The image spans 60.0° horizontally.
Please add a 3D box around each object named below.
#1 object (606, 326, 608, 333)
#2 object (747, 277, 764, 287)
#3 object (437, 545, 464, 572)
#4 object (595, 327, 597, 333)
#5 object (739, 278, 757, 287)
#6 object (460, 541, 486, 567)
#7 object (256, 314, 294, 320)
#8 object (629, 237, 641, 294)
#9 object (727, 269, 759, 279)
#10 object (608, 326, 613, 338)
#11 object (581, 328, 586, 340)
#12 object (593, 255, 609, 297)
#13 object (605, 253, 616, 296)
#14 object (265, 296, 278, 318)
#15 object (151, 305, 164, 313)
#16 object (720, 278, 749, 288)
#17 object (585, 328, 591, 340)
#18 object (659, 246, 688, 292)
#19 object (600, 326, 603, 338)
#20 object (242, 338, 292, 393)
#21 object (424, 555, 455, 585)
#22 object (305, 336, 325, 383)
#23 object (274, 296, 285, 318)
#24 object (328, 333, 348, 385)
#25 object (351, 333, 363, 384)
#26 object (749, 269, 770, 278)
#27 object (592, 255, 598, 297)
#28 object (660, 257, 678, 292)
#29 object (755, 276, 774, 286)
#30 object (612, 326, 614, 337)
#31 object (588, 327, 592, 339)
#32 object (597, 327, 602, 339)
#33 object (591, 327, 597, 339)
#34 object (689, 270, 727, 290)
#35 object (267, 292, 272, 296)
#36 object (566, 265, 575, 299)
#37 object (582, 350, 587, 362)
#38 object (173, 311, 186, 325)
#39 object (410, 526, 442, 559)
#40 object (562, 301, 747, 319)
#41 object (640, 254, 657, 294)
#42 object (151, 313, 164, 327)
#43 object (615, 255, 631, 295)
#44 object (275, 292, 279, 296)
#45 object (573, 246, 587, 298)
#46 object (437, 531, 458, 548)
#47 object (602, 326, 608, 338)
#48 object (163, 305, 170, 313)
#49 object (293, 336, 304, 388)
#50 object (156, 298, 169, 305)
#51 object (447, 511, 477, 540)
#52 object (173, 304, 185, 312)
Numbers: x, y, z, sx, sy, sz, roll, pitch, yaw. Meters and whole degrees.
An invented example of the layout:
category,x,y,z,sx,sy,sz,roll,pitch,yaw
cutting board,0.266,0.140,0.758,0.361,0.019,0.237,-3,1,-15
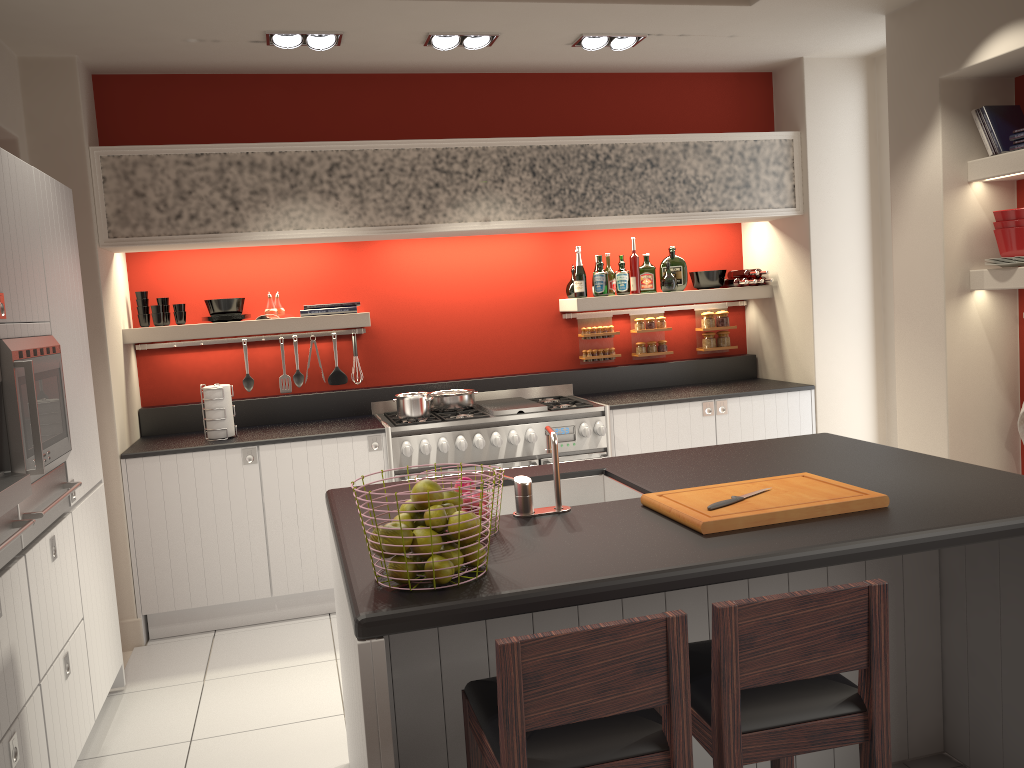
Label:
category,x,y,z,sx,sy,sz,roll,pitch,yaw
object,0.631,-0.350,5.942,0.034,0.078,0.034,-3,5,7
object,1.604,-0.691,6.009,0.061,0.061,0.366,-5,5,-14
object,-0.147,0.409,2.075,0.068,0.068,0.068,-4,5,-3
object,0.554,-0.343,5.922,0.034,0.078,0.034,-3,5,7
object,1.549,-0.684,5.973,0.062,0.062,0.366,-5,5,-14
object,-0.096,0.402,2.110,0.068,0.068,0.068,-4,5,-3
object,-1.417,-0.404,5.308,0.160,0.027,0.183,-2,6,14
object,0.773,-0.768,5.795,0.062,0.365,0.210,-5,5,-15
object,1.570,-0.743,5.998,0.062,0.062,0.366,-5,5,-14
object,0.656,-0.348,5.908,0.034,0.078,0.034,-3,5,7
object,0.478,-0.336,5.903,0.034,0.078,0.034,-3,5,7
object,0.568,-0.693,5.678,0.094,0.264,0.094,-6,6,-25
object,0.634,-0.717,5.803,0.080,0.278,0.080,-5,5,-11
object,-1.431,-0.455,5.260,0.076,0.131,0.076,-1,6,28
object,-2.015,-0.410,5.044,0.070,0.076,0.070,-9,7,-43
object,1.488,-0.679,5.958,0.062,0.062,0.366,-5,5,-14
object,0.505,-0.335,5.870,0.034,0.078,0.034,-3,5,7
object,1.079,-0.770,5.934,0.186,0.303,0.057,-2,5,16
object,0.593,-0.346,5.932,0.034,0.078,0.034,-3,5,7
object,-1.512,-0.108,5.444,0.287,0.351,0.022,-5,5,-13
object,-0.163,0.417,1.994,0.068,0.068,0.068,-4,5,-3
object,-1.236,-0.151,5.516,0.124,0.296,0.009,-5,5,-14
object,-1.410,-0.465,5.346,0.077,0.134,0.076,-7,6,-30
object,-1.105,-0.156,5.568,0.123,0.330,0.040,-5,5,-14
object,-0.983,-0.160,5.580,0.069,0.328,0.069,-8,6,-36
object,1.636,-0.746,5.991,0.062,0.062,0.366,-5,5,-14
object,0.569,-0.718,5.877,0.083,0.277,0.084,-5,5,-10
object,1.021,-0.714,5.783,0.113,0.226,0.113,-4,5,-3
object,1.670,-0.696,6.005,0.061,0.061,0.366,-5,5,-14
object,0.668,-0.353,5.951,0.034,0.078,0.034,-3,5,7
object,0.516,-0.339,5.913,0.034,0.078,0.034,-3,5,7
object,0.580,-0.341,5.889,0.034,0.078,0.034,-3,5,7
object,0.542,-0.338,5.880,0.034,0.078,0.034,-3,5,7
object,1.330,-0.705,6.013,0.251,0.121,0.251,-7,6,-32
object,-1.437,-0.530,5.254,0.024,0.031,0.023,-1,6,28
object,0.409,-0.680,5.851,0.113,0.226,0.113,-1,6,27
object,0.488,-0.189,5.916,0.034,0.078,0.034,-3,5,7
object,-1.916,-0.379,5.123,0.070,0.076,0.070,-9,7,-43
object,-0.198,0.363,2.033,0.076,0.077,0.076,1,7,40
object,0.988,-0.510,6.085,1.355,0.034,0.048,-5,5,-14
object,0.897,-0.732,5.880,0.112,0.260,0.071,-2,5,15
object,-2.012,-0.366,5.048,0.070,0.076,0.070,-9,7,-43
object,0.733,-0.722,5.885,0.094,0.262,0.094,1,7,42
object,-1.414,-0.539,5.341,0.026,0.032,0.023,-7,6,-31
object,0.431,-0.715,5.663,0.083,0.331,0.083,-8,7,-43
object,-0.173,0.396,2.149,0.086,0.079,0.084,-1,6,31
object,0.618,-0.345,5.899,0.034,0.078,0.034,-3,5,7
object,-2.040,-0.422,5.198,0.070,0.076,0.070,-9,7,-43
object,-1.331,-0.138,5.491,0.067,0.323,0.022,-5,5,-15
object,-2.043,-0.466,5.195,0.070,0.076,0.070,-9,7,-43
object,-0.115,0.325,2.044,0.067,0.068,0.067,0,7,38
object,-1.919,-0.423,5.120,0.070,0.076,0.070,-9,7,-43
